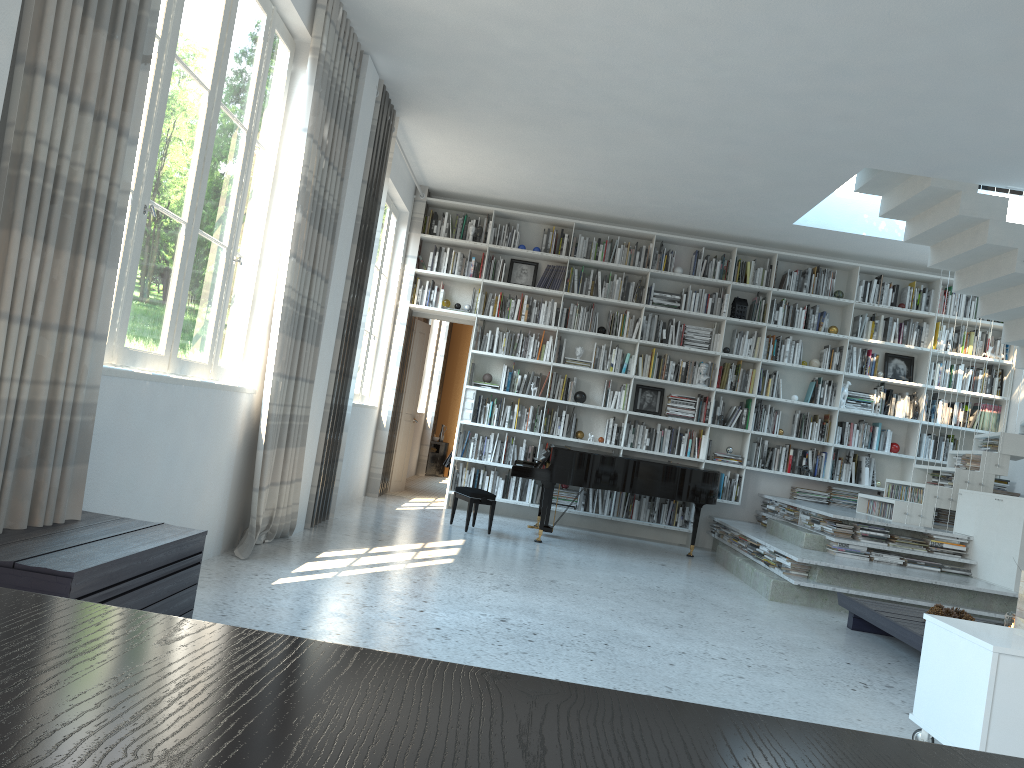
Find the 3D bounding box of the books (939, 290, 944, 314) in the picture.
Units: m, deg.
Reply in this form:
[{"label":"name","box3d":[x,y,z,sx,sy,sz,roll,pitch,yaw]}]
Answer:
[{"label":"books","box3d":[4.418,-0.828,9.201,0.022,0.275,0.160,9,-2,2]}]

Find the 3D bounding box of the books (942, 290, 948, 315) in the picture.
[{"label":"books","box3d":[4.461,-0.827,9.196,0.013,0.286,0.150,9,-2,2]}]

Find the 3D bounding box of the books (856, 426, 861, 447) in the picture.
[{"label":"books","box3d":[3.551,0.544,9.167,0.012,0.229,0.179,9,-2,2]}]

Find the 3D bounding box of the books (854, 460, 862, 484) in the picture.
[{"label":"books","box3d":[3.546,0.908,9.155,0.031,0.239,0.171,9,-2,2]}]

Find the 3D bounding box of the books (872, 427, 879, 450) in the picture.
[{"label":"books","box3d":[3.720,0.563,9.148,0.023,0.244,0.190,9,-2,2]}]

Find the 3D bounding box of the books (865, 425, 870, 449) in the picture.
[{"label":"books","box3d":[3.646,0.550,9.170,0.026,0.246,0.166,9,-2,2]}]

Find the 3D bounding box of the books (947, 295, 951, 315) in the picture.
[{"label":"books","box3d":[4.485,-0.795,9.185,0.022,0.229,0.175,9,-2,2]}]

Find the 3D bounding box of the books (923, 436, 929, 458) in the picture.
[{"label":"books","box3d":[4.233,0.649,9.148,0.037,0.236,0.153,9,-2,2]}]

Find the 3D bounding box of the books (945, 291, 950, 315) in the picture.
[{"label":"books","box3d":[4.472,-0.817,9.183,0.012,0.269,0.184,9,-2,2]}]

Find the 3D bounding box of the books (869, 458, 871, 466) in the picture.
[{"label":"books","box3d":[3.649,0.902,9.163,0.012,0.285,0.159,9,-2,2]}]

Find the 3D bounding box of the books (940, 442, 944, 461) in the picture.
[{"label":"books","box3d":[4.402,0.694,9.153,0.027,0.201,0.164,9,-2,2]}]

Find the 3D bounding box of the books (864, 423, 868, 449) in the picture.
[{"label":"books","box3d":[3.629,0.535,9.167,0.011,0.272,0.152,9,-2,2]}]

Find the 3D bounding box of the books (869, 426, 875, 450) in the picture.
[{"label":"books","box3d":[3.704,0.556,9.174,0.012,0.254,0.161,9,-2,2]}]

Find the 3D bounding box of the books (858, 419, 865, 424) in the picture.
[{"label":"books","box3d":[3.597,0.516,9.166,0.013,0.299,0.147,9,-2,2]}]

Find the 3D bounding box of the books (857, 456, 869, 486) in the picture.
[{"label":"books","box3d":[3.601,0.889,9.113,0.075,0.291,0.255,9,-2,2]}]

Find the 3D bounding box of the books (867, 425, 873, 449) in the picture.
[{"label":"books","box3d":[3.665,0.551,9.149,0.014,0.249,0.177,9,-2,2]}]

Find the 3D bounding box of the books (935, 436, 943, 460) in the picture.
[{"label":"books","box3d":[4.364,0.662,9.126,0.027,0.248,0.184,9,-2,2]}]

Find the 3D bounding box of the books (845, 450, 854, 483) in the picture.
[{"label":"books","box3d":[3.470,0.849,9.156,0.014,0.333,0.169,9,-2,2]}]

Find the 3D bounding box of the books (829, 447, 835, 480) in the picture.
[{"label":"books","box3d":[3.281,0.817,9.167,0.014,0.337,0.132,9,-2,2]}]

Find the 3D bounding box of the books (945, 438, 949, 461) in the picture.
[{"label":"books","box3d":[4.459,0.682,9.162,0.027,0.242,0.131,9,-2,2]}]

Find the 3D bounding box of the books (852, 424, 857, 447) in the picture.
[{"label":"books","box3d":[3.506,0.532,9.170,0.026,0.239,0.177,9,-2,2]}]

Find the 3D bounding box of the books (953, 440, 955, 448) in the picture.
[{"label":"books","box3d":[4.509,0.692,9.149,0.014,0.237,0.146,9,-2,2]}]

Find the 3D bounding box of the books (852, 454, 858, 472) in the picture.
[{"label":"books","box3d":[3.531,0.874,9.175,0.010,0.304,0.131,9,-2,2]}]

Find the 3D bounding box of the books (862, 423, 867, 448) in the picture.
[{"label":"books","box3d":[3.605,0.535,9.147,0.012,0.262,0.186,9,-2,2]}]

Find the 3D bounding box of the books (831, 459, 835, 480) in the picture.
[{"label":"books","box3d":[3.309,0.885,9.178,0.033,0.213,0.140,9,-2,2]}]

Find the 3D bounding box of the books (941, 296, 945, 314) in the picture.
[{"label":"books","box3d":[4.437,-0.798,9.210,0.025,0.223,0.137,9,-2,2]}]

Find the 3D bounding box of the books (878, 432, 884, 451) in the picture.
[{"label":"books","box3d":[3.779,0.594,9.153,0.030,0.200,0.189,9,-2,2]}]

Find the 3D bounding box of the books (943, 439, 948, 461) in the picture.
[{"label":"books","box3d":[4.437,0.684,9.146,0.014,0.230,0.172,9,-2,2]}]

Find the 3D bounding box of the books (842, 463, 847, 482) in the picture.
[{"label":"books","box3d":[3.413,0.914,9.165,0.030,0.188,0.140,9,-2,2]}]

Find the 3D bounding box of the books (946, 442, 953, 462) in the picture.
[{"label":"books","box3d":[4.479,0.703,9.133,0.021,0.205,0.174,9,-2,2]}]

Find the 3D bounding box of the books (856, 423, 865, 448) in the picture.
[{"label":"books","box3d":[3.573,0.533,9.144,0.028,0.255,0.191,9,-2,2]}]

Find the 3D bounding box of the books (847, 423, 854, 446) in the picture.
[{"label":"books","box3d":[3.472,0.522,9.156,0.045,0.246,0.185,9,-2,2]}]

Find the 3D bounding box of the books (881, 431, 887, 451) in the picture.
[{"label":"books","box3d":[3.813,0.591,9.168,0.037,0.218,0.139,9,-2,2]}]

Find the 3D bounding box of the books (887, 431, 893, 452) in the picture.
[{"label":"books","box3d":[3.869,0.598,9.159,0.027,0.223,0.170,9,-2,2]}]

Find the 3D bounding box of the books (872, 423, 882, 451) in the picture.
[{"label":"books","box3d":[3.748,0.544,9.152,0.026,0.290,0.181,9,-2,2]}]

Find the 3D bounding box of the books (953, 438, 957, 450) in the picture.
[{"label":"books","box3d":[4.532,0.688,9.152,0.012,0.254,0.161,9,-2,2]}]

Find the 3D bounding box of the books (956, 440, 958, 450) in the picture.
[{"label":"books","box3d":[4.543,0.697,9.148,0.013,0.240,0.166,9,-2,2]}]

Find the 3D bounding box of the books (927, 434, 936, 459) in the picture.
[{"label":"books","box3d":[4.316,0.647,9.161,0.024,0.267,0.133,9,-2,2]}]

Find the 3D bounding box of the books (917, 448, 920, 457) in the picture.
[{"label":"books","box3d":[4.153,0.616,9.158,0.085,0.278,0.159,9,-2,2]}]

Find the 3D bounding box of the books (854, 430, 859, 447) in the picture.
[{"label":"books","box3d":[3.528,0.564,9.157,0.027,0.181,0.186,9,-2,2]}]

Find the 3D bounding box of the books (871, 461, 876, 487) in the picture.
[{"label":"books","box3d":[3.721,0.919,9.154,0.062,0.274,0.148,9,-2,2]}]

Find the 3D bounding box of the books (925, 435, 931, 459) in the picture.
[{"label":"books","box3d":[4.263,0.650,9.148,0.022,0.242,0.151,9,-2,2]}]

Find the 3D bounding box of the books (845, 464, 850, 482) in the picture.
[{"label":"books","box3d":[3.439,0.919,9.157,0.024,0.185,0.149,9,-2,2]}]

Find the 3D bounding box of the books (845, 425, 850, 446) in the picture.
[{"label":"books","box3d":[3.444,0.530,9.162,0.011,0.223,0.163,9,-2,2]}]

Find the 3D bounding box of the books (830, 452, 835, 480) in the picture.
[{"label":"books","box3d":[3.291,0.844,9.169,0.015,0.286,0.138,9,-2,2]}]

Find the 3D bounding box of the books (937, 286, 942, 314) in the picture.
[{"label":"books","box3d":[4.394,-0.852,9.189,0.011,0.313,0.172,9,-2,2]}]

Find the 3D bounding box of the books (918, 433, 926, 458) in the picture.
[{"label":"books","box3d":[4.204,0.636,9.141,0.024,0.252,0.175,9,-2,2]}]

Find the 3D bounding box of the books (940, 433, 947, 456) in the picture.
[{"label":"books","box3d":[4.429,0.650,9.154,0.013,0.297,0.141,9,-2,2]}]

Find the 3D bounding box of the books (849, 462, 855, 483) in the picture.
[{"label":"books","box3d":[3.493,0.911,9.153,0.052,0.217,0.184,9,-2,2]}]

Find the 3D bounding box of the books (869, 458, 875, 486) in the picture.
[{"label":"books","box3d":[3.679,0.905,9.145,0.025,0.287,0.160,9,-2,2]}]

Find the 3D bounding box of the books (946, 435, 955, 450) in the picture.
[{"label":"books","box3d":[4.501,0.667,9.142,0.011,0.284,0.161,9,-2,2]}]

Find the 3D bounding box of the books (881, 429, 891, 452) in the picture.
[{"label":"books","box3d":[3.845,0.587,9.159,0.025,0.235,0.181,9,-2,2]}]

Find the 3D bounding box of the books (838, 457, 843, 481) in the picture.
[{"label":"books","box3d":[3.370,0.878,9.155,0.015,0.243,0.156,9,-2,2]}]

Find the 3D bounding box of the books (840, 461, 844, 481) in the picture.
[{"label":"books","box3d":[3.387,0.898,9.165,0.025,0.210,0.137,9,-2,2]}]

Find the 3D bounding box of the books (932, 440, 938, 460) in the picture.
[{"label":"books","box3d":[4.336,0.680,9.153,0.025,0.208,0.149,9,-2,2]}]

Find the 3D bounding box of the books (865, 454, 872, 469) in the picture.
[{"label":"books","box3d":[3.664,0.884,9.169,0.012,0.326,0.136,9,-2,2]}]

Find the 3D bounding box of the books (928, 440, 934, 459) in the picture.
[{"label":"books","box3d":[4.285,0.674,9.142,0.029,0.201,0.172,9,-2,2]}]

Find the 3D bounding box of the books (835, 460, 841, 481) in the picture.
[{"label":"books","box3d":[3.349,0.890,9.166,0.023,0.214,0.163,9,-2,2]}]

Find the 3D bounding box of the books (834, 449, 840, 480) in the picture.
[{"label":"books","box3d":[3.341,0.832,9.179,0.013,0.327,0.130,9,-2,2]}]
